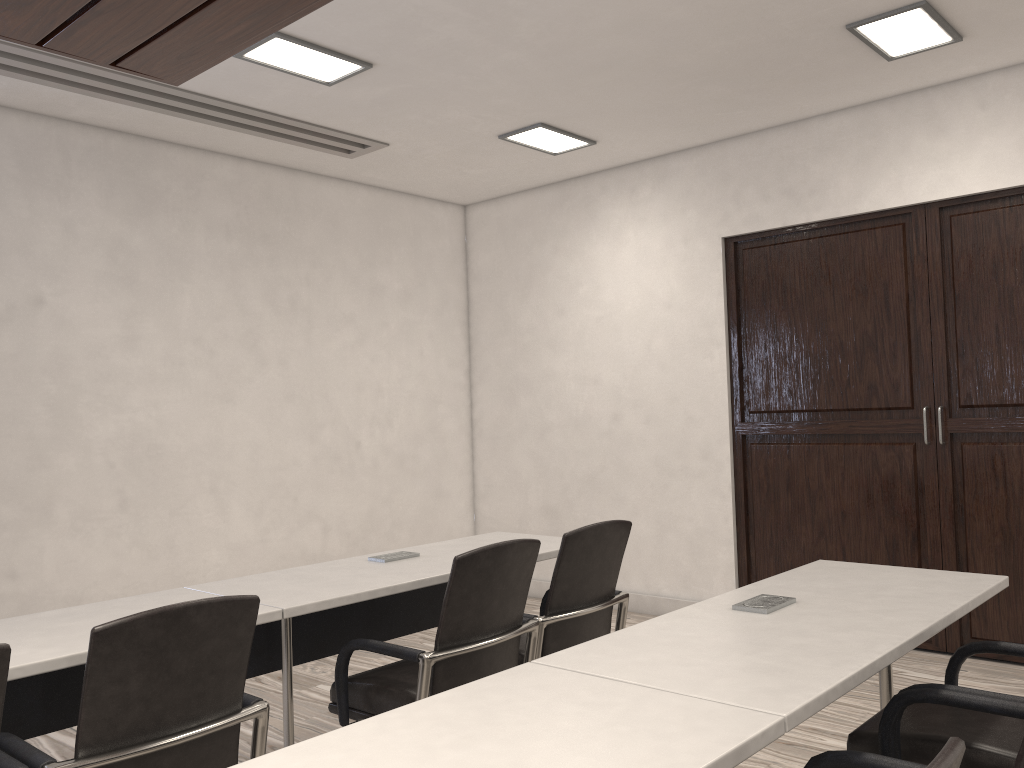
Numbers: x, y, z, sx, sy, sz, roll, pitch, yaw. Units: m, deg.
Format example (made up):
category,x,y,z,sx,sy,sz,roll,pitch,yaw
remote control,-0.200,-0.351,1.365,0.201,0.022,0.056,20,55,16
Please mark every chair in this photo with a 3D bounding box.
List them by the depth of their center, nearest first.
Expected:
category,x,y,z,sx,sy,sz,roll,pitch,yaw
chair,0.200,0.873,1.078,0.638,0.939,0.513,-4,-3,42
chair,-1.257,0.941,1.680,0.638,0.939,0.513,-4,-3,41
chair,0.865,0.876,1.812,0.638,0.939,0.513,-4,-3,42
chair,-0.903,0.943,2.067,0.638,0.939,0.513,-4,-3,42
chair,1.209,0.878,2.197,0.638,0.939,0.513,-4,-3,42
chair,-0.239,0.946,2.803,0.638,0.939,0.513,-4,-3,41
chair,0.100,0.949,3.200,0.638,0.939,0.513,-4,-3,43

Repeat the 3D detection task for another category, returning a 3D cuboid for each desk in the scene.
category,x,y,z,sx,sy,sz,roll,pitch,yaw
desk,-0.242,0.961,1.126,0.577,0.795,1.509,-4,-3,42
desk,-1.355,1.032,2.125,0.577,0.795,1.509,-4,-3,42
desk,0.770,0.966,2.252,0.577,0.795,1.509,-4,-3,42
desk,-0.343,1.037,3.251,0.577,0.795,1.509,-4,-3,42

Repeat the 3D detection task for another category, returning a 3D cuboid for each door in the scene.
category,x,y,z,sx,sy,sz,roll,pitch,yaw
door,2.225,0.217,4.628,2.329,2.323,0.200,-4,-3,42

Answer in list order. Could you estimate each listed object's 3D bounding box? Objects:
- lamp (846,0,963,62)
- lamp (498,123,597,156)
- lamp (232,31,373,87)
category,x,y,z,sx,sy,sz,roll,pitch,yaw
lamp,1.722,-1.588,3.885,0.324,0.120,0.519,-4,-3,42
lamp,0.212,-1.493,5.241,0.324,0.120,0.519,-4,-3,42
lamp,-0.932,-1.499,3.968,0.324,0.120,0.519,-4,-3,42
